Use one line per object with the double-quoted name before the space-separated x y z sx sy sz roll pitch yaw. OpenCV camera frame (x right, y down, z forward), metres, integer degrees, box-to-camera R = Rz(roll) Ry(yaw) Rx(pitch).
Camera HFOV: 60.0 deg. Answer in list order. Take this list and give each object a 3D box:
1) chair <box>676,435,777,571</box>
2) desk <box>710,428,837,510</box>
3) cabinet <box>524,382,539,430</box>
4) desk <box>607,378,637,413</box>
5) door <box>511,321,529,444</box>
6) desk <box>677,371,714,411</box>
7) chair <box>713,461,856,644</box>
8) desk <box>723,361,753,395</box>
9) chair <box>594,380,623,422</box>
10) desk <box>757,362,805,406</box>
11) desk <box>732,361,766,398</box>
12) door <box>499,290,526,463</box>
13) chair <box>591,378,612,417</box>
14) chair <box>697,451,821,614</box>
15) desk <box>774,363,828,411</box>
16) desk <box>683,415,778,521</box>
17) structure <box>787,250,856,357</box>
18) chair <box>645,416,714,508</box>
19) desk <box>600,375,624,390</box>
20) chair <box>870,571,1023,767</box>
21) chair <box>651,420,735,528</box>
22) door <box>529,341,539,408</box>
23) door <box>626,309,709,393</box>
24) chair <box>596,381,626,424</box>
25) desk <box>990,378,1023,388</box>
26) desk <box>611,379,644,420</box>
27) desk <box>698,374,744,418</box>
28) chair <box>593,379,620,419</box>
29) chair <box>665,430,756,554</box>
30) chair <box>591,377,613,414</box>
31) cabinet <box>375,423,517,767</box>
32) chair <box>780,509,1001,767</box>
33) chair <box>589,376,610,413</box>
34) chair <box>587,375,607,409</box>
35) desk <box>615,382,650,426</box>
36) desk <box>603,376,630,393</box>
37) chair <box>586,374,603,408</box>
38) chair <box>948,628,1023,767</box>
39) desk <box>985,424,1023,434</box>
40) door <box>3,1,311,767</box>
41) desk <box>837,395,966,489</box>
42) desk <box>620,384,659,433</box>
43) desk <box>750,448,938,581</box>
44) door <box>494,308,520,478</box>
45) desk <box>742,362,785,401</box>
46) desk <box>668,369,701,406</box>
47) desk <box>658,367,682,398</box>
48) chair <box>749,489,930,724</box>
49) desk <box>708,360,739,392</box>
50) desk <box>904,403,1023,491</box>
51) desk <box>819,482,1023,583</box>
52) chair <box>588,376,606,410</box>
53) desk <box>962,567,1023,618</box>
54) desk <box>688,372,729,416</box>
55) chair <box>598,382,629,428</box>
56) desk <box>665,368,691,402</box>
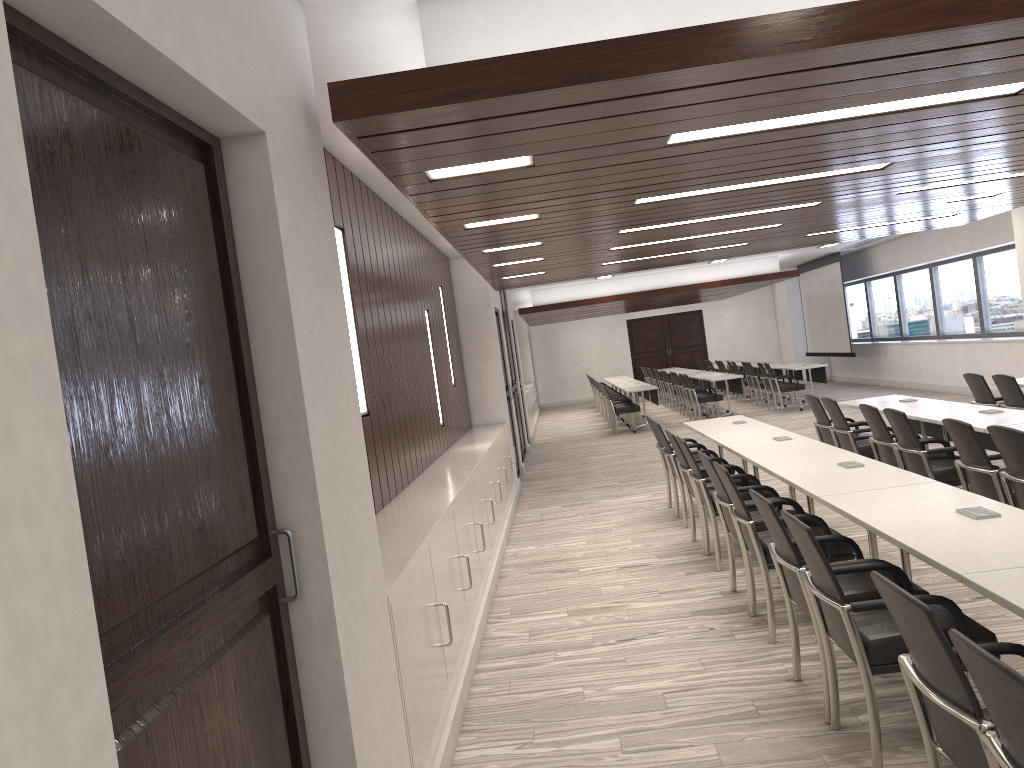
"chair" 1.554 0.796 6.344 0.638 0.939 0.513 -8 2 3
"desk" 1.938 0.809 6.592 0.577 0.795 1.509 -8 2 3
"cabinet" 0.322 0.452 21.257 0.476 0.698 7.540 -8 2 3
"desk" 2.647 0.287 21.226 0.577 0.795 1.509 -8 2 3
"door" 0.092 -0.006 16.160 0.200 2.323 1.163 -8 2 3
"desk" 4.077 0.138 19.626 0.577 0.795 1.509 -8 2 3
"chair" 1.479 0.850 4.821 0.638 0.939 0.513 -8 2 4
"desk" 5.706 -0.171 22.589 0.577 0.795 1.509 -8 2 3
"chair" 2.176 0.331 19.460 0.638 0.939 0.513 -8 2 4
"desk" 5.485 -0.009 18.036 0.577 0.795 1.509 -8 2 3
"desk" 5.632 -0.117 21.067 0.577 0.795 1.509 -8 2 3
"door" -0.049 -0.210 14.022 0.200 2.889 2.327 -8 2 3
"chair" 2.247 0.277 20.984 0.638 0.939 0.513 -8 2 3
"chair" 1.504 0.831 5.351 0.638 0.939 0.513 -8 2 2
"desk" 5.411 0.046 16.516 0.577 0.795 1.509 -8 2 3
"desk" 2.011 0.755 8.112 0.577 0.795 1.509 -8 2 3
"structure" 7.050 -1.779 20.147 0.438 2.329 3.550 -8 2 3
"chair" 1.643 0.724 8.393 0.638 0.939 0.513 -8 2 3
"desk" 2.795 0.179 24.269 0.577 0.795 1.509 -8 2 3
"chair" 1.357 0.939 2.324 0.638 0.939 0.513 -8 2 2
"chair" 1.619 0.743 7.864 0.638 0.939 0.513 -8 2 2
"door" 0.580 -0.364 26.223 0.200 2.323 1.163 -8 2 3
"door" 4.803 -0.969 27.157 2.329 2.323 0.200 -8 2 3
"chair" 2.138 0.364 18.483 0.638 0.939 0.513 -8 2 4
"desk" 4.996 0.351 7.952 0.577 0.795 1.509 -8 2 3
"desk" 2.574 0.342 19.706 0.577 0.795 1.509 -8 2 3
"desk" 3.930 0.246 16.595 0.577 0.795 1.509 -8 2 3
"chair" 2.208 0.311 19.978 0.638 0.939 0.513 -8 2 3
"chair" 1.565 0.779 6.864 0.638 0.939 0.513 -8 2 2
"chair" 2.288 0.256 21.507 0.638 0.939 0.513 -8 2 2
"cabinet" -0.376 0.966 6.850 0.476 0.698 7.540 -8 2 3
"chair" 1.399 0.905 3.303 0.638 0.939 0.513 -8 2 3
"chair" 2.326 0.222 22.504 0.638 0.939 0.513 -8 2 2
"chair" 2.407 0.167 24.022 0.638 0.939 0.513 -8 2 3
"desk" 2.500 0.395 18.195 0.577 0.795 1.509 -8 2 3
"desk" 2.721 0.233 22.749 0.577 0.795 1.509 -8 2 3
"chair" 2.429 0.149 24.545 0.638 0.939 0.513 -8 2 3
"chair" 1.320 0.960 1.802 0.638 0.939 0.513 -8 2 3
"desk" 3.367 0.660 4.989 0.577 0.795 1.509 -8 2 3
"door" -0.702 0.518 1.842 0.200 2.323 1.163 -8 2 3
"desk" 3.515 0.551 8.031 0.577 0.795 1.509 -8 2 3
"desk" 2.427 0.450 16.675 0.577 0.795 1.509 -8 2 3
"desk" 1.864 0.863 5.069 0.577 0.795 1.509 -8 2 3
"door" -0.114 0.146 11.897 0.200 2.323 1.163 -8 2 3
"desk" 5.558 -0.062 19.547 0.577 0.795 1.509 -8 2 3
"desk" 4.151 0.084 21.146 0.577 0.795 1.509 -8 2 3
"desk" 4.298 -0.024 24.188 0.577 0.795 1.509 -8 2 3
"chair" 1.418 0.887 3.837 0.638 0.939 0.513 -8 2 3
"desk" 5.780 -0.225 24.109 0.577 0.795 1.509 -8 2 3
"desk" 3.441 0.605 6.511 0.577 0.795 1.509 -8 2 3
"desk" 1.790 0.917 3.549 0.577 0.795 1.509 -8 2 3
"chair" 2.351 0.203 23.029 0.638 0.939 0.513 -8 2 3
"desk" 1.717 0.971 2.038 0.577 0.795 1.509 -8 2 3
"desk" 4.004 0.192 18.115 0.577 0.795 1.509 -8 2 3
"chair" 2.111 0.383 17.951 0.638 0.939 0.513 -8 2 3
"desk" 4.224 0.030 22.668 0.577 0.795 1.509 -8 2 3
